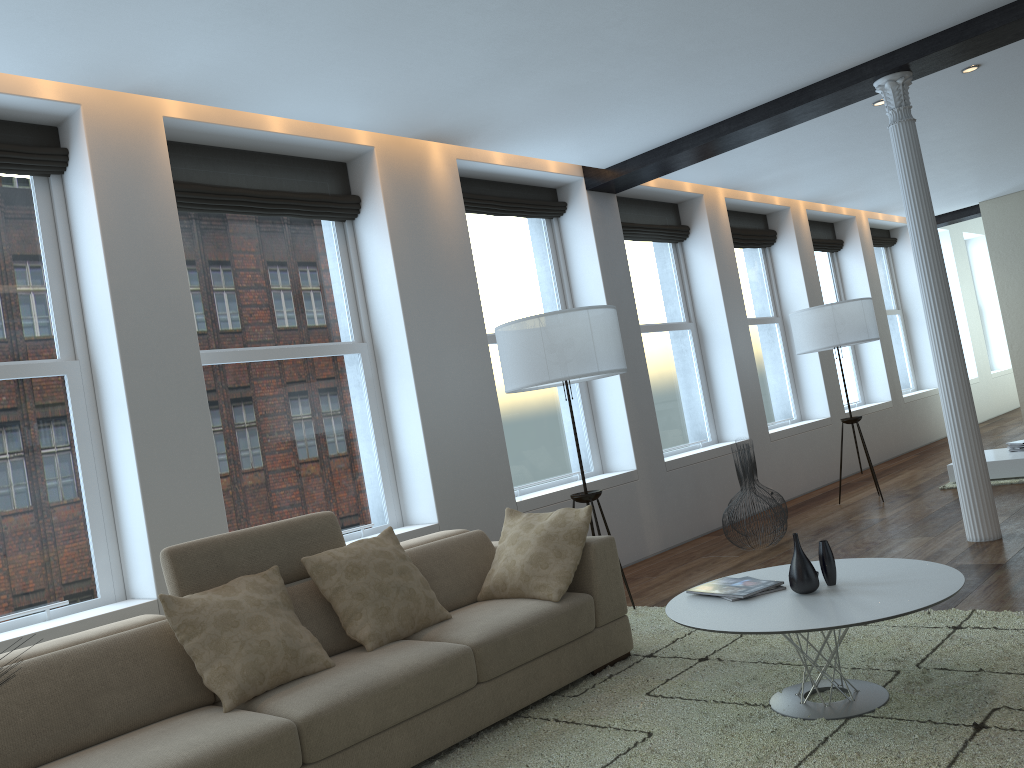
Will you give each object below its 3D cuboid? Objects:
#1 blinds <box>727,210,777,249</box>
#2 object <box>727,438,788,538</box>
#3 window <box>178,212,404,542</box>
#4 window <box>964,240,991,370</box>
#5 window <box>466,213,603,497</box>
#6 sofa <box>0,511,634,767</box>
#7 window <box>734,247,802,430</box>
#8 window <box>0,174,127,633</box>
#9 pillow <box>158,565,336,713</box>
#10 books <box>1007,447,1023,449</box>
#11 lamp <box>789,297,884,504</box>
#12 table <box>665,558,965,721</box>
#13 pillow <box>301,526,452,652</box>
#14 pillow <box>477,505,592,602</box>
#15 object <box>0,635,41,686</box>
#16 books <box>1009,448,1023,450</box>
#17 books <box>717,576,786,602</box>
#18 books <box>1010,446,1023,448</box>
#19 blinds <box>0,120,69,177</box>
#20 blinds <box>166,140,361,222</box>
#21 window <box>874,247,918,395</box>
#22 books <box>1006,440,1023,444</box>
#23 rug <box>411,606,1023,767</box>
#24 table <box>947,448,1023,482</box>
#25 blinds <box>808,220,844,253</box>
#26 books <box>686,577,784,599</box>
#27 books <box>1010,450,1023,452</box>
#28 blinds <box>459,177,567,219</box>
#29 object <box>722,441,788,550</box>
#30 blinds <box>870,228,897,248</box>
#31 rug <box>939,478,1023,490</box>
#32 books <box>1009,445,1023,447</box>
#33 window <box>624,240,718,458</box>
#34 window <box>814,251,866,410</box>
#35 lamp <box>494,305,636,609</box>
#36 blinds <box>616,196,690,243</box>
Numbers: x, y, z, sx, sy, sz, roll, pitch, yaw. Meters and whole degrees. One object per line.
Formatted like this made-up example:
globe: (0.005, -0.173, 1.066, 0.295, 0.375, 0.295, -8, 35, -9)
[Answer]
blinds: (2.382, -1.634, 9.320, 0.156, 0.424, 1.439, -12, -4, 43)
object: (1.885, 0.798, 6.953, 0.458, 0.781, 0.458, -12, -4, 42)
window: (-1.334, -0.157, 5.110, 0.123, 2.400, 1.345, -12, -4, 43)
window: (7.658, -1.268, 14.943, 0.123, 2.400, 1.289, -12, -4, 43)
window: (0.056, -0.329, 6.631, 0.123, 2.400, 1.391, -12, -4, 43)
sofa: (-0.710, 1.005, 3.555, 1.018, 0.950, 2.581, -12, -4, 43)
window: (2.510, -0.632, 9.313, 0.123, 2.400, 1.442, -12, -4, 43)
window: (-2.541, -0.008, 3.790, 0.123, 2.400, 1.444, -12, -4, 43)
pillow: (-0.979, 0.919, 3.288, 0.368, 0.416, 0.519, -12, -3, 38)
books: (4.563, 0.537, 7.806, 0.300, 0.010, 0.220, -10, -3, 3)
lamp: (2.940, 0.166, 7.750, 0.698, 1.728, 0.698, -9, -3, -24)
table: (1.094, 0.933, 3.170, 1.022, 0.393, 1.022, -10, -3, -3)
pillow: (-0.570, 0.859, 3.757, 0.301, 0.439, 0.534, -12, -3, 39)
pillow: (0.116, 0.779, 4.154, 0.518, 0.393, 0.395, -12, -3, 39)
object: (-1.785, 1.073, 2.082, 1.119, 1.014, 1.125, -11, -3, 29)
books: (4.569, 0.544, 7.781, 0.300, 0.010, 0.220, -9, -3, -12)
books: (0.870, 0.778, 3.376, 0.220, 0.010, 0.300, -9, -3, -12)
books: (4.566, 0.525, 7.781, 0.300, 0.010, 0.220, -9, -3, -22)
blinds: (-2.681, -1.075, 3.800, 0.156, 0.275, 1.442, -12, -4, 43)
blinds: (-1.465, -1.166, 5.115, 0.156, 0.393, 1.342, -12, -4, 43)
window: (5.028, -0.943, 12.067, 0.123, 2.400, 1.563, -12, -4, 43)
books: (4.556, 0.499, 7.808, 0.300, 0.010, 0.220, -10, -3, -7)
rug: (0.268, 1.263, 2.664, 2.972, 0.020, 4.231, -12, -4, 43)
table: (4.412, 0.680, 7.717, 0.900, 0.170, 0.900, -12, -4, 43)
blinds: (3.618, -1.794, 10.674, 0.156, 0.393, 1.442, -12, -4, 43)
books: (0.844, 0.773, 3.371, 0.220, 0.010, 0.300, -8, -3, -32)
books: (4.573, 0.563, 7.780, 0.300, 0.010, 0.220, -9, -3, -12)
blinds: (-0.085, -1.396, 6.639, 0.156, 0.275, 1.396, -12, -4, 43)
object: (1.728, 0.802, 6.463, 0.458, 0.781, 0.458, -12, -4, 42)
blinds: (4.889, -2.005, 12.077, 0.156, 0.275, 1.563, -12, -4, 43)
rug: (6.199, 0.441, 7.283, 4.231, 0.020, 2.972, -12, -4, 43)
books: (4.559, 0.518, 7.807, 0.300, 0.010, 0.220, -8, -3, -32)
window: (1.275, -0.479, 7.963, 0.123, 2.400, 1.432, -12, -4, 43)
window: (3.749, -0.785, 10.668, 0.123, 2.400, 1.443, -12, -4, 43)
lamp: (0.391, 0.480, 4.964, 0.698, 1.728, 0.698, -9, -3, -24)
blinds: (1.155, -1.489, 7.958, 0.183, 0.395, 1.431, -12, -4, 43)
